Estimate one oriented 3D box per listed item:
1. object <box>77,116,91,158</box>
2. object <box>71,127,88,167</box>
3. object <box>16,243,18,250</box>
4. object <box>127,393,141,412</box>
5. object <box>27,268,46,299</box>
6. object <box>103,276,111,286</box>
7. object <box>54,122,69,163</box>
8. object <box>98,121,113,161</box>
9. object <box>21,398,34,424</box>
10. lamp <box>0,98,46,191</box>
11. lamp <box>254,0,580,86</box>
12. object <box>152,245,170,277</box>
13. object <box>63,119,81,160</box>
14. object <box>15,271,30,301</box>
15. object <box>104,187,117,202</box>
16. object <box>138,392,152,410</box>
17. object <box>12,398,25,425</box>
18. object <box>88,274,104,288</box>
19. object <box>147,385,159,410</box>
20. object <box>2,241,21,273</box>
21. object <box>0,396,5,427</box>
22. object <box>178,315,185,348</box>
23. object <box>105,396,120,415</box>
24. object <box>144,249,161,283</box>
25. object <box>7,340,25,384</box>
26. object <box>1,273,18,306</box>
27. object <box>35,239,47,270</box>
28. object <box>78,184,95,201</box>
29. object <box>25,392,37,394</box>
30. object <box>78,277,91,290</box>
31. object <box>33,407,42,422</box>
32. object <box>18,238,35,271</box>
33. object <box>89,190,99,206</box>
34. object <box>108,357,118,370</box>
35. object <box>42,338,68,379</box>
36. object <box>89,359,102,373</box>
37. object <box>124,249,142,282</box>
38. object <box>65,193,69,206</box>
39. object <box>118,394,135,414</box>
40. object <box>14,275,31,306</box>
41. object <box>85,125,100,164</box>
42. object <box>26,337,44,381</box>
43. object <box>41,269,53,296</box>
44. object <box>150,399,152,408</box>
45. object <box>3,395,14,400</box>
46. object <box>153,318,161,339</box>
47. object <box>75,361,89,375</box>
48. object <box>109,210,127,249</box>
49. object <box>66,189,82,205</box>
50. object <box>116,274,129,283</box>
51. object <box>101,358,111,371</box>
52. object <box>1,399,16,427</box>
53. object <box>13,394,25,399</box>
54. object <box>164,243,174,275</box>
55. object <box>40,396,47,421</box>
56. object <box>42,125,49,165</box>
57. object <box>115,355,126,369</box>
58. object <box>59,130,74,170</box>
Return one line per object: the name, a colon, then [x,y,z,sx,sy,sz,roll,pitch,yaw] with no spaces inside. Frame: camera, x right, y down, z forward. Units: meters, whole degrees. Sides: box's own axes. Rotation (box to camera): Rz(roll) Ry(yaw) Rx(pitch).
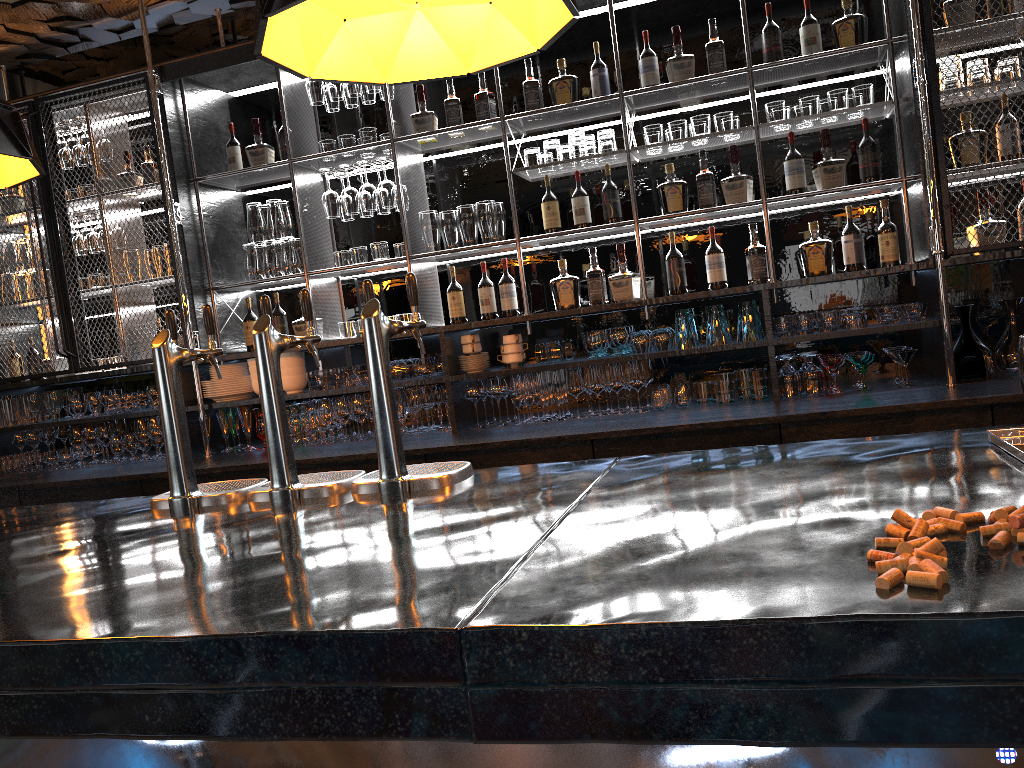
object: [-2.354,-1.364,4.895,0.081,0.213,0.081,-6,4,22]
object: [-2.483,-1.359,5.083,0.081,0.213,0.081,-6,4,22]
object: [-2.911,-0.751,5.291,0.092,0.182,0.092,-7,3,12]
object: [-2.095,0.104,4.897,0.078,0.099,0.078,-8,4,-16]
object: [-2.766,-0.577,5.154,0.092,0.182,0.092,-7,3,12]
object: [-2.340,-0.578,5.116,0.077,0.080,0.077,-8,4,-19]
object: [-2.522,-1.346,4.945,0.081,0.213,0.081,-6,4,22]
object: [-2.314,-1.378,5.033,0.081,0.213,0.081,-6,4,22]
object: [-2.823,0.153,5.157,0.058,0.152,0.051,-9,4,-22]
lamp: [-1.570,-1.284,2.111,0.582,1.564,0.607,-6,4,17]
lamp: [-0.274,-1.419,1.601,0.582,1.564,0.607,-6,4,17]
object: [-1.930,-0.669,4.891,0.092,0.182,0.092,-7,3,12]
object: [-2.440,-1.355,4.921,0.081,0.213,0.081,-6,4,22]
object: [-2.859,-0.567,5.193,0.092,0.182,0.092,-7,3,12]
object: [-2.299,-1.083,5.090,0.077,0.080,0.077,-10,4,-38]
object: [-2.069,0.095,4.986,0.078,0.099,0.078,-8,4,-16]
object: [-2.844,0.159,5.100,0.058,0.152,0.051,-6,4,21]
object: [-2.321,-0.571,4.953,0.077,0.080,0.077,-7,3,12]
object: [-1.956,0.072,4.856,0.074,0.131,0.074,-5,4,29]
object: [-2.934,-0.742,5.196,0.092,0.182,0.092,-7,3,12]
object: [-2.939,0.161,5.085,0.067,0.174,0.067,-10,4,-34]
object: [-1.835,-0.256,4.964,0.075,0.260,0.075,-9,4,-24]
object: [-2.182,0.117,4.836,0.078,0.103,0.078,-9,4,-30]
object: [-2.015,-0.664,4.996,0.092,0.182,0.092,-7,3,12]
object: [-2.958,-0.130,5.277,0.075,0.261,0.075,-9,4,-24]
object: [-2.958,-0.557,5.222,0.092,0.182,0.092,-7,3,12]
object: [-2.816,-0.761,5.252,0.092,0.182,0.092,-7,3,12]
object: [-2.369,-1.066,4.944,0.077,0.080,0.077,-10,4,-38]
object: [-2.879,0.139,5.331,0.067,0.174,0.067,-10,4,-34]
object: [-2.426,-0.563,5.040,0.077,0.080,0.077,-8,3,-5]
object: [-2.804,0.148,5.213,0.051,0.152,0.058,-4,5,43]
object: [-2.834,-0.754,5.175,0.092,0.182,0.092,-7,3,12]
object: [-2.405,-1.071,5.111,0.077,0.080,0.077,-8,4,-18]
object: [-2.273,-0.116,5.096,0.077,0.080,0.077,-8,4,-18]
object: [-2.672,-0.152,5.174,0.108,0.244,0.108,-5,4,30]
object: [-2.370,-0.100,5.036,0.077,0.080,0.077,-7,3,2]
object: [-2.096,-0.649,4.916,0.092,0.182,0.092,-7,3,12]
object: [-2.571,-1.047,5.071,0.077,0.080,0.077,-7,3,7]
object: [-2.089,0.109,4.801,0.078,0.099,0.078,-8,4,-16]
object: [-2.939,-0.565,5.323,0.092,0.182,0.092,-7,3,12]
object: [-2.400,-1.368,5.058,0.081,0.213,0.081,-6,4,22]
object: [-2.806,-0.146,5.204,0.075,0.260,0.075,-10,4,-39]
object: [-2.750,-0.585,5.250,0.092,0.182,0.092,-7,3,12]
object: [-2.042,0.087,5.065,0.078,0.099,0.078,-8,4,-16]
object: [-2.925,0.155,5.161,0.067,0.174,0.067,-4,5,42]
object: [-1.972,-0.239,4.982,0.075,0.261,0.075,-9,4,-24]
object: [-2.466,-0.090,5.077,0.077,0.080,0.077,-10,4,-34]
object: [-2.250,-0.882,5.062,0.081,0.213,0.081,-6,4,22]
object: [-2.476,-1.056,5.021,0.077,0.080,0.077,-10,4,-38]
object: [-2.239,-0.590,5.092,0.077,0.080,0.077,-7,3,12]
object: [-2.360,-0.111,5.199,0.077,0.080,0.077,-10,4,-34]
object: [-2.865,0.165,5.044,0.051,0.152,0.058,-6,4,22]
object: [-2.902,0.147,5.248,0.067,0.174,0.067,-9,4,-23]
object: [-1.846,-0.677,4.844,0.092,0.182,0.092,-7,3,12]
object: [-2.802,0.144,5.273,0.051,0.152,0.058,-4,4,41]
object: [-2.614,-1.336,4.973,0.081,0.213,0.081,-6,4,22]
object: [-2.200,-0.121,5.017,0.077,0.080,0.077,-7,3,5]
object: [-2.574,-1.349,5.110,0.081,0.213,0.081,-6,4,22]
